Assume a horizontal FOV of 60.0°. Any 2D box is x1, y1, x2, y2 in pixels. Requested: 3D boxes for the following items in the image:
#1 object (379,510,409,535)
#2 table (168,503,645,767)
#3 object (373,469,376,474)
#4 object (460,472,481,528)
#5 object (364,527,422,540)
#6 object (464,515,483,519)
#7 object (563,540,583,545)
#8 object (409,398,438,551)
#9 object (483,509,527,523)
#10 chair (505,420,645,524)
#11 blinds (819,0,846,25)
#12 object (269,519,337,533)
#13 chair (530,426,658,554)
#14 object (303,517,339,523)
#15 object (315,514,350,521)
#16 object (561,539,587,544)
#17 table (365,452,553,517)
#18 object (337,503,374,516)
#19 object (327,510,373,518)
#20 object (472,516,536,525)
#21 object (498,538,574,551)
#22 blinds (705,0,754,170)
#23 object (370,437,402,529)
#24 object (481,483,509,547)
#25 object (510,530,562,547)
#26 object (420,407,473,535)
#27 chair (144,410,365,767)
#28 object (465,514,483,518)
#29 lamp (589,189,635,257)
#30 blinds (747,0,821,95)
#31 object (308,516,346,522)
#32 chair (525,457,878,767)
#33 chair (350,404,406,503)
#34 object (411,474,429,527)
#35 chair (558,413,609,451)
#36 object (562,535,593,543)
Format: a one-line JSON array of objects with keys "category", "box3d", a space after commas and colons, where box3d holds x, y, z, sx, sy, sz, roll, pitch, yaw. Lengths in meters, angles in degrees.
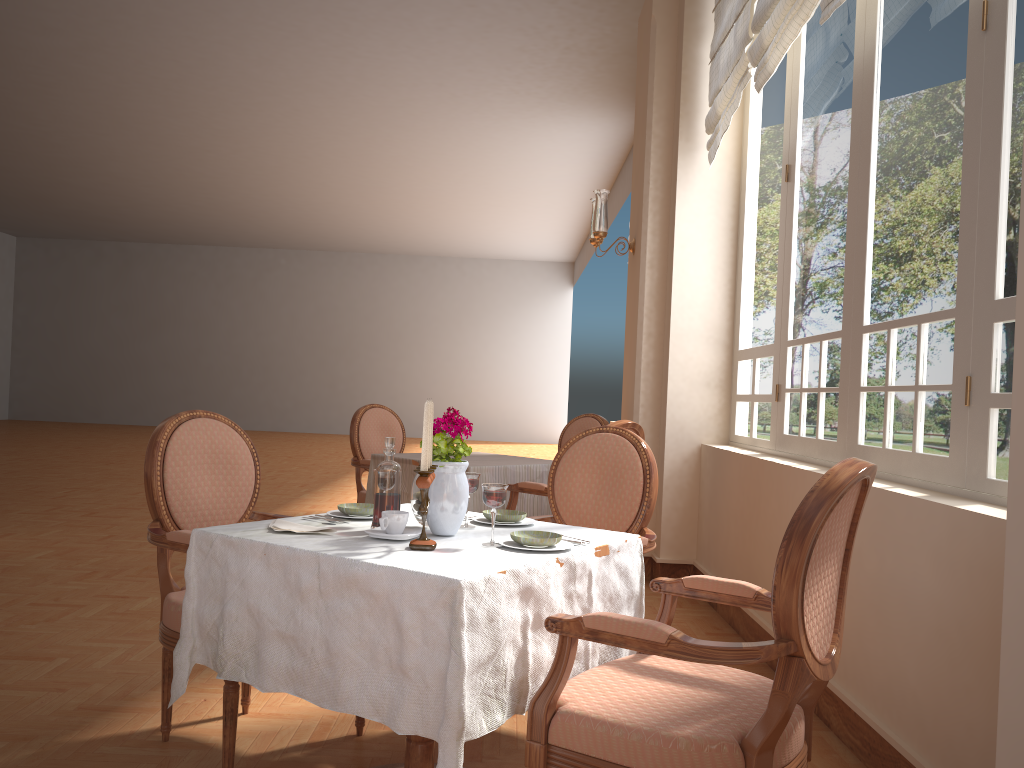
[{"category": "object", "box3d": [-0.274, 0.318, 2.026, 0.078, 0.049, 0.062, 3, -1, -28]}, {"category": "table", "box3d": [-0.220, 0.694, 2.147, 0.829, 0.680, 0.837, 2, -1, 33]}, {"category": "object", "box3d": [-0.318, 0.283, 2.212, 0.062, 0.135, 0.062, 2, 0, 31]}, {"category": "object", "box3d": [-0.112, 0.292, 2.230, 0.062, 0.135, 0.062, 2, 0, 31]}, {"category": "object", "box3d": [-0.269, 0.342, 2.029, 0.119, 0.016, 0.119, 2, -1, 19]}, {"category": "object", "box3d": [-0.101, 0.360, 2.404, 0.013, 0.004, 0.127, 2, -1, 37]}, {"category": "object", "box3d": [0.109, 0.365, 2.075, 0.127, 0.004, 0.013, 2, -1, 37]}, {"category": "object", "box3d": [-0.185, 0.193, 1.913, 0.059, 0.325, 0.177, 3, 0, -2]}, {"category": "object", "box3d": [-0.020, 0.352, 2.348, 0.117, 0.024, 0.117, 3, -1, -21]}, {"category": "chair", "box3d": [0.309, 0.621, 4.184, 0.593, 0.931, 0.521, 2, 0, 44]}, {"category": "blinds", "box3d": [1.112, -1.894, 2.734, 0.054, 1.301, 0.774, 3, 0, 0]}, {"category": "object", "box3d": [-0.518, 0.332, 2.066, 0.234, 0.012, 0.095, 2, -1, 38]}, {"category": "chair", "box3d": [0.166, 0.595, 2.735, 0.521, 0.931, 0.593, 2, 0, 33]}, {"category": "object", "box3d": [-0.482, 0.340, 2.227, 0.125, 0.006, 0.027, 2, -1, 33]}, {"category": "object", "box3d": [-0.456, 0.342, 2.265, 0.127, 0.004, 0.013, 2, -1, 34]}, {"category": "object", "box3d": [0.124, 0.367, 2.090, 0.125, 0.002, 0.016, 2, -1, 37]}, {"category": "table", "box3d": [-0.211, 0.730, 4.669, 0.829, 0.677, 0.831, 2, -1, 45]}, {"category": "object", "box3d": [-0.403, 0.335, 2.348, 0.117, 0.024, 0.117, 2, -1, 10]}, {"category": "object", "box3d": [-0.404, 0.345, 2.348, 0.171, 0.005, 0.171, 2, -1, 37]}, {"category": "object", "box3d": [-0.021, 0.362, 2.349, 0.171, 0.005, 0.171, 2, -1, 30]}, {"category": "object", "box3d": [0.054, 0.361, 1.995, 0.171, 0.005, 0.171, 3, -1, -40]}, {"category": "blinds", "box3d": [1.095, -1.835, 4.398, 0.072, 1.376, 0.843, 3, 0, 0]}, {"category": "object", "box3d": [-0.297, 0.239, 2.125, 0.074, 0.222, 0.074, 3, 0, -21]}, {"category": "object", "box3d": [-0.041, 0.292, 1.978, 0.062, 0.135, 0.062, 2, 0, 31]}, {"category": "object", "box3d": [0.054, 0.351, 1.995, 0.117, 0.024, 0.117, 2, -1, 41]}, {"category": "object", "box3d": [-0.159, 0.204, 2.098, 0.124, 0.302, 0.143, 3, 0, -2]}, {"category": "chair", "box3d": [-0.758, 0.551, 2.537, 0.593, 0.931, 0.521, 2, 0, 33]}, {"category": "object", "box3d": [-0.116, 0.361, 2.419, 0.016, 0.002, 0.125, 2, -1, 37]}, {"category": "lamp", "box3d": [0.609, -0.960, 5.366, 0.274, 0.362, 0.320, 3, 0, 0]}, {"category": "blinds", "box3d": [1.104, -1.916, 3.571, 0.085, 1.235, 0.787, 3, 0, 0]}, {"category": "object", "box3d": [-0.470, 0.343, 2.249, 0.125, 0.002, 0.016, 2, -1, 34]}, {"category": "chair", "box3d": [0.391, 0.592, 1.772, 0.593, 0.931, 0.521, 2, 0, 33]}, {"category": "chair", "box3d": [-0.668, 0.590, 5.160, 0.593, 0.931, 0.521, 2, 0, 44]}, {"category": "object", "box3d": [-0.207, 0.286, 2.215, 0.093, 0.138, 0.093, 2, 0, 28]}, {"category": "chair", "box3d": [0.277, 0.632, 5.173, 0.521, 0.931, 0.593, 2, 0, 44]}, {"category": "object", "box3d": [0.138, 0.366, 2.112, 0.125, 0.006, 0.027, 2, -1, 36]}]
